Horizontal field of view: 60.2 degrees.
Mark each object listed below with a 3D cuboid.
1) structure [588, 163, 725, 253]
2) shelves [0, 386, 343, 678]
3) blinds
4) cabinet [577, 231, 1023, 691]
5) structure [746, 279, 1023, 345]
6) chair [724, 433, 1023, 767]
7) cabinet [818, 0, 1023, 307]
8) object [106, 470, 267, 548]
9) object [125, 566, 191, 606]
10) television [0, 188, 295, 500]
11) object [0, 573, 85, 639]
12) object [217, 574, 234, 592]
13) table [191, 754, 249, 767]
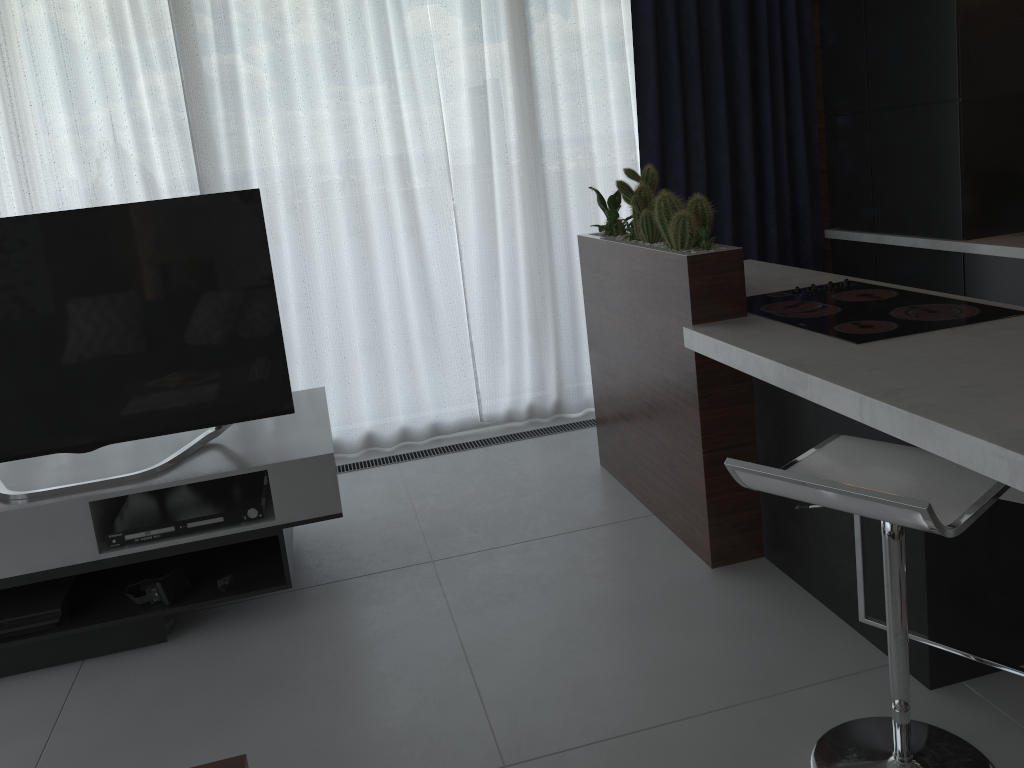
[{"bbox_3d":[0.446,-0.611,3.026,0.223,0.281,1.016,-8,14,-9],"label":"structure"},{"bbox_3d":[-1.734,0.540,2.808,2.356,0.491,0.885,-10,14,-12],"label":"shelves"},{"bbox_3d":[-0.648,-0.168,0.590,5.808,2.728,7.248,-9,14,-8],"label":"blinds"},{"bbox_3d":[0.960,-0.592,1.966,0.788,2.510,3.383,-9,13,-12],"label":"cabinet"},{"bbox_3d":[0.987,-0.212,2.555,0.505,0.056,0.775,-9,15,-12],"label":"structure"},{"bbox_3d":[0.714,0.444,1.697,0.469,0.698,0.398,-16,14,-39],"label":"chair"},{"bbox_3d":[2.269,-0.952,2.784,0.707,2.512,3.529,-9,13,-12],"label":"cabinet"},{"bbox_3d":[-0.971,0.377,2.692,0.431,0.052,0.340,-10,15,-12],"label":"object"},{"bbox_3d":[-1.069,0.598,2.632,0.183,0.078,0.119,-2,14,17],"label":"object"},{"bbox_3d":[-1.313,-0.112,2.603,1.233,0.774,0.301,-9,11,-12],"label":"television"},{"bbox_3d":[-1.460,0.654,2.600,0.315,0.066,0.318,-10,14,-12],"label":"object"},{"bbox_3d":[-0.848,0.592,2.623,0.044,0.042,0.044,-9,12,-12],"label":"object"},{"bbox_3d":[-0.732,0.949,1.075,0.802,0.347,0.817,-9,14,-12],"label":"table"}]
